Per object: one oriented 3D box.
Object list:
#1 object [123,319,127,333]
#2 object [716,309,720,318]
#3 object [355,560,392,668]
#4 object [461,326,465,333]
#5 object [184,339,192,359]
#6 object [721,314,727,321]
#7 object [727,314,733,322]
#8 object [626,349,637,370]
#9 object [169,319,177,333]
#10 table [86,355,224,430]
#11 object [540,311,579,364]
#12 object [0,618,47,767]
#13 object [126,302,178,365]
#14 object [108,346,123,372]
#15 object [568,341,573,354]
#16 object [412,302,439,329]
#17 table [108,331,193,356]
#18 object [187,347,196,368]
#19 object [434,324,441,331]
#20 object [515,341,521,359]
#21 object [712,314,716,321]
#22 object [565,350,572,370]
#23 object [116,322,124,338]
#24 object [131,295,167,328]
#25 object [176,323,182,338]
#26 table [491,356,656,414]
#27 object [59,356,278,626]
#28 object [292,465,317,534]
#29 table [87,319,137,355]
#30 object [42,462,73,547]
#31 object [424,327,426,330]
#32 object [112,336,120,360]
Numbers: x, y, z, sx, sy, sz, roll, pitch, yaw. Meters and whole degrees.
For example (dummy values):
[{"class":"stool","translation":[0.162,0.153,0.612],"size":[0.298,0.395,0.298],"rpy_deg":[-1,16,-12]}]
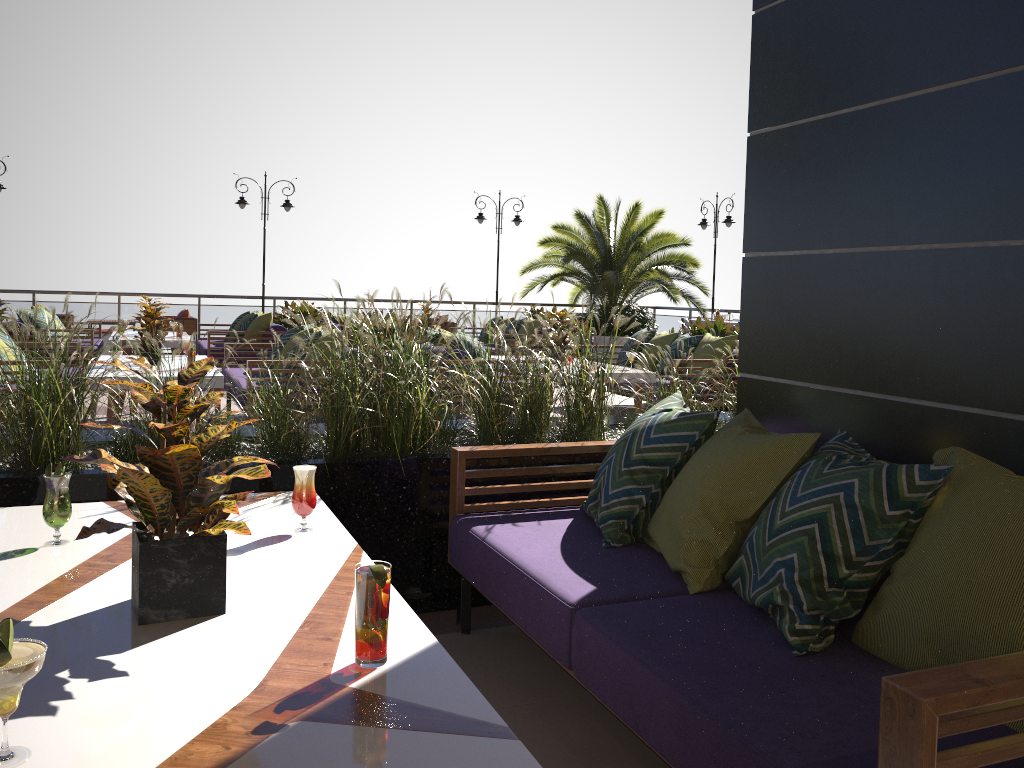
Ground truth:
[{"class":"object","translation":[-5.261,-0.786,12.016],"size":[0.069,0.180,0.069],"rpy_deg":[2,3,10]},{"class":"object","translation":[3.264,-1.088,14.038],"size":[0.067,0.189,0.085],"rpy_deg":[2,3,2]},{"class":"object","translation":[-0.257,0.419,1.615],"size":[0.067,0.189,0.085],"rpy_deg":[2,3,2]},{"class":"object","translation":[-0.709,-0.735,12.702],"size":[0.069,0.210,0.069],"rpy_deg":[0,3,-35]},{"class":"object","translation":[-2.964,-0.318,8.095],"size":[0.069,0.180,0.069],"rpy_deg":[2,3,10]},{"class":"object","translation":[3.464,-1.035,14.469],"size":[0.105,0.208,0.105],"rpy_deg":[4,4,42]},{"class":"object","translation":[3.568,-1.035,14.499],"size":[0.105,0.208,0.105],"rpy_deg":[4,4,42]},{"class":"object","translation":[1.140,-0.238,8.441],"size":[0.106,0.197,0.106],"rpy_deg":[2,3,10]},{"class":"object","translation":[-4.700,-0.804,12.278],"size":[0.106,0.197,0.106],"rpy_deg":[2,3,10]},{"class":"table","translation":[-3.013,0.113,7.463],"size":[0.941,0.552,2.045],"rpy_deg":[0,6,-23]},{"class":"object","translation":[0.480,-0.468,8.888],"size":[0.430,0.525,0.426],"rpy_deg":[1,4,-11]},{"class":"object","translation":[-0.721,0.438,1.261],"size":[0.106,0.197,0.106],"rpy_deg":[2,3,5]},{"class":"object","translation":[-3.021,-0.424,7.431],"size":[0.425,0.525,0.432],"rpy_deg":[1,4,-6]},{"class":"object","translation":[-3.040,-0.195,6.787],"size":[0.106,0.197,0.106],"rpy_deg":[2,3,10]},{"class":"object","translation":[0.644,-0.377,9.661],"size":[0.082,0.197,0.069],"rpy_deg":[3,3,19]},{"class":"object","translation":[-1.266,-0.944,13.048],"size":[0.425,0.525,0.431],"rpy_deg":[2,4,4]},{"class":"table","translation":[-4.731,-0.358,11.582],"size":[0.941,0.552,2.045],"rpy_deg":[0,6,-23]},{"class":"object","translation":[-2.541,-0.198,7.003],"size":[0.067,0.189,0.085],"rpy_deg":[2,3,7]},{"class":"object","translation":[-1.161,-0.845,13.722],"size":[0.106,0.197,0.106],"rpy_deg":[2,3,10]},{"class":"object","translation":[0.064,-0.356,9.319],"size":[0.067,0.189,0.085],"rpy_deg":[2,3,7]},{"class":"object","translation":[3.373,-1.059,14.678],"size":[0.105,0.208,0.105],"rpy_deg":[4,4,42]},{"class":"object","translation":[0.521,-0.224,8.202],"size":[0.069,0.180,0.069],"rpy_deg":[0,3,-35]},{"class":"object","translation":[-4.783,-0.658,10.818],"size":[0.082,0.197,0.069],"rpy_deg":[3,3,19]},{"class":"object","translation":[-4.738,-0.894,11.536],"size":[0.430,0.525,0.426],"rpy_deg":[2,4,9]},{"class":"object","translation":[-4.204,-0.672,11.159],"size":[0.067,0.189,0.085],"rpy_deg":[2,3,7]},{"class":"table","translation":[0.497,0.069,8.929],"size":[0.941,0.552,2.045],"rpy_deg":[0,6,-23]},{"class":"object","translation":[-0.718,0.211,1.876],"size":[0.425,0.525,0.432],"rpy_deg":[1,4,-11]},{"class":"object","translation":[-0.586,0.324,2.495],"size":[0.069,0.180,0.069],"rpy_deg":[-1,4,-40]},{"class":"table","translation":[-6.694,-0.766,14.819],"size":[0.739,0.588,0.758],"rpy_deg":[0,5,-23]},{"class":"object","translation":[-1.183,0.311,2.304],"size":[0.069,0.210,0.069],"rpy_deg":[0,3,-40]},{"class":"object","translation":[-1.236,-0.705,12.360],"size":[0.067,0.189,0.085],"rpy_deg":[2,3,7]},{"class":"object","translation":[-3.492,-0.319,7.807],"size":[0.069,0.210,0.069],"rpy_deg":[0,3,-35]}]
